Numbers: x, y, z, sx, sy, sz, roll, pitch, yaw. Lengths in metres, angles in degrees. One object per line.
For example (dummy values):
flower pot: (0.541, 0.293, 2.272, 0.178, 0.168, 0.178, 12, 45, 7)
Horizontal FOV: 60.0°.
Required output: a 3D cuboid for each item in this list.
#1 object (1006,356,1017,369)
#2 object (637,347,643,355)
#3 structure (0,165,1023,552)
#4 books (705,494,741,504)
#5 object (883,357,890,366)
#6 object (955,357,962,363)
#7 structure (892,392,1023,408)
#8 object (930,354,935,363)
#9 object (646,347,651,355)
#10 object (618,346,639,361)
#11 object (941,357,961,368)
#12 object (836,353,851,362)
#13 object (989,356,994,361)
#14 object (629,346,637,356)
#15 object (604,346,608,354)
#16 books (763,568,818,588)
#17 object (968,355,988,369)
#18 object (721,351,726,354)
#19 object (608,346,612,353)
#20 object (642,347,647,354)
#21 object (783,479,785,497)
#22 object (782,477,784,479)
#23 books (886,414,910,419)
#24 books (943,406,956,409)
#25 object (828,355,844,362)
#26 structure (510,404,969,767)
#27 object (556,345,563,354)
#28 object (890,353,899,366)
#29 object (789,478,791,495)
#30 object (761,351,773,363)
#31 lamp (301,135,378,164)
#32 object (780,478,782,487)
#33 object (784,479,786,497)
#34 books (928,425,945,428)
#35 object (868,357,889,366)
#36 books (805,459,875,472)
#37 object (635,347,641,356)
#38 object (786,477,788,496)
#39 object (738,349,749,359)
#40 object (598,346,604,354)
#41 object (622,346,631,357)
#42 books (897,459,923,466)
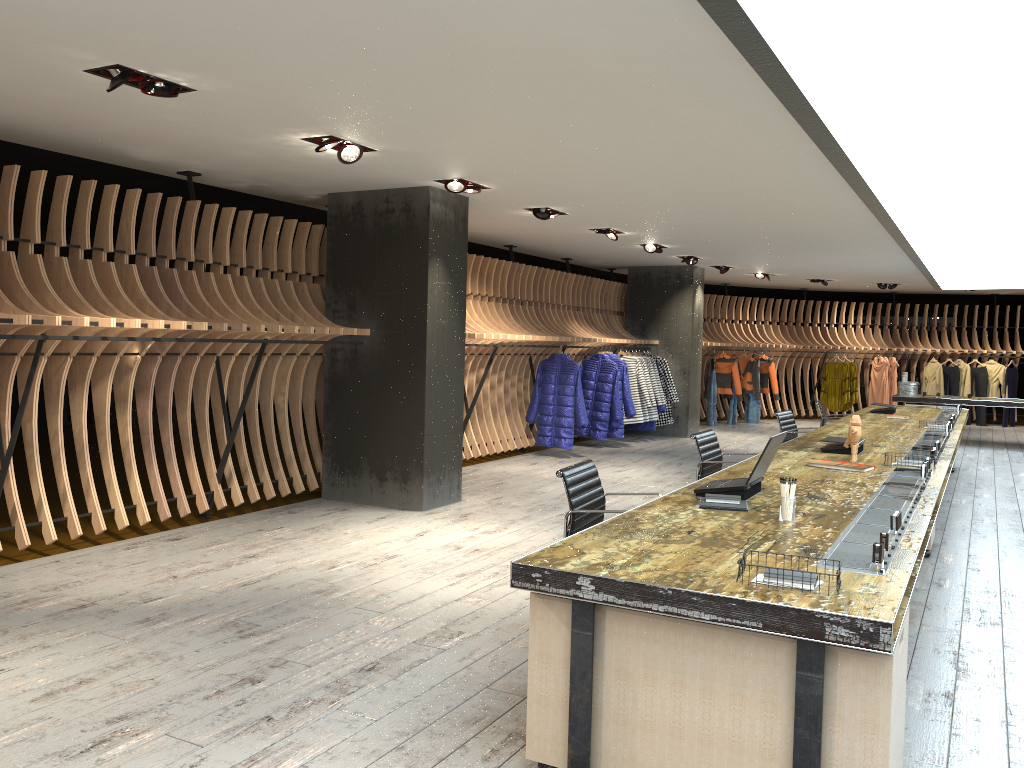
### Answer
object: (10.222, -0.435, 18.123, 0.525, 0.270, 0.012, 0, 3, -37)
object: (2.029, -0.460, 14.130, 0.525, 0.270, 0.012, 3, 2, 28)
structure: (3.159, 0.160, 2.269, 14.887, 2.438, 36.565, 3, 3, 28)
books: (0.957, 0.527, 4.082, 0.186, 0.027, 0.112, 2, 3, 13)
object: (7.723, -0.512, 18.399, 0.012, 0.270, 0.525, 1, 3, -2)
object: (9.255, -0.467, 18.347, 0.012, 0.270, 0.525, 1, 3, -17)
structure: (4.486, 0.874, 6.190, 4.837, 0.844, 18.481, 3, 3, 28)
object: (8.749, -0.483, 18.398, 0.012, 0.270, 0.525, 1, 3, -7)
object: (2.238, -0.440, 14.412, 0.518, 0.312, 0.012, 3, 2, 28)
object: (1.666, -0.412, 13.331, 0.518, 0.312, 0.012, 3, 2, 28)
object: (9.057, -0.474, 18.364, 0.012, 0.270, 0.525, 1, 3, -27)
object: (6.835, -0.526, 18.260, 0.012, 0.270, 0.525, 0, 3, -32)
object: (9.858, -0.448, 18.227, 0.012, 0.270, 0.525, 0, 3, -37)
object: (1.901, -0.427, 13.770, 0.518, 0.312, 0.012, 3, 2, 28)
object: (1.352, -0.404, 12.770, 0.523, 0.291, 0.012, 3, 2, 28)
books: (0.861, 0.596, 2.741, 0.155, 0.025, 0.110, 3, 3, 23)
object: (9.553, -0.457, 18.281, 0.012, 0.270, 0.525, 0, 3, -37)
object: (4.023, -0.536, 16.860, 0.525, 0.270, 0.012, 4, 3, 43)
object: (1.423, -0.419, 12.935, 0.525, 0.270, 0.012, 3, 2, 28)
object: (2.152, -0.432, 14.245, 0.516, 0.316, 0.012, 3, 2, 28)
object: (1.141, 0.482, 3.721, 0.007, 0.170, 0.030, 2, 2, 24)
object: (1.156, 0.481, 3.753, 0.030, 0.170, 0.007, 3, 2, 41)
books: (4.247, 0.359, 9.742, 0.213, 0.026, 0.366, 3, 3, 29)
books: (5.663, 0.307, 11.479, 0.155, 0.025, 0.110, 3, 3, 23)
object: (6.659, -0.528, 18.210, 0.012, 0.270, 0.525, 0, 3, -32)
structure: (2.970, 0.784, 7.247, 1.162, 0.844, 10.454, 3, 3, 28)
object: (0.612, -0.368, 11.427, 0.525, 0.270, 0.012, 3, 2, 28)
object: (7.887, -0.508, 18.396, 0.012, 0.270, 0.525, 1, 3, -7)
object: (1.174, 0.482, 3.748, 0.007, 0.170, 0.030, 2, 2, 5)
object: (4.952, -0.543, 17.511, 0.012, 0.270, 0.525, 0, 3, -32)
lamp: (-1.166, -1.660, 6.005, 0.269, 0.288, 0.493, 3, 3, 28)
object: (1.139, 0.481, 3.737, 0.030, 0.170, 0.007, 1, 2, -24)
object: (1.143, 0.482, 3.718, 0.007, 0.170, 0.030, 2, 2, 12)
books: (4.071, 0.407, 8.500, 0.155, 0.025, 0.110, 3, 3, 23)
object: (7.604, -0.515, 18.386, 0.012, 0.270, 0.525, 1, 3, -27)
books: (2.020, 0.503, 5.472, 0.366, 0.026, 0.213, 4, 3, 39)
object: (1.986, -0.432, 13.927, 0.518, 0.312, 0.012, 3, 2, 28)
object: (1.166, 0.481, 3.752, 0.007, 0.170, 0.030, 1, 2, -22)
object: (4.499, -0.538, 17.214, 0.012, 0.270, 0.525, 0, 3, -42)
object: (1.256, -0.397, 12.662, 0.523, 0.292, 0.012, 3, 2, 28)
object: (1.777, -0.419, 13.539, 0.518, 0.312, 0.012, 3, 2, 28)
books: (2.545, 0.502, 5.665, 0.155, 0.025, 0.110, 3, 3, 23)
